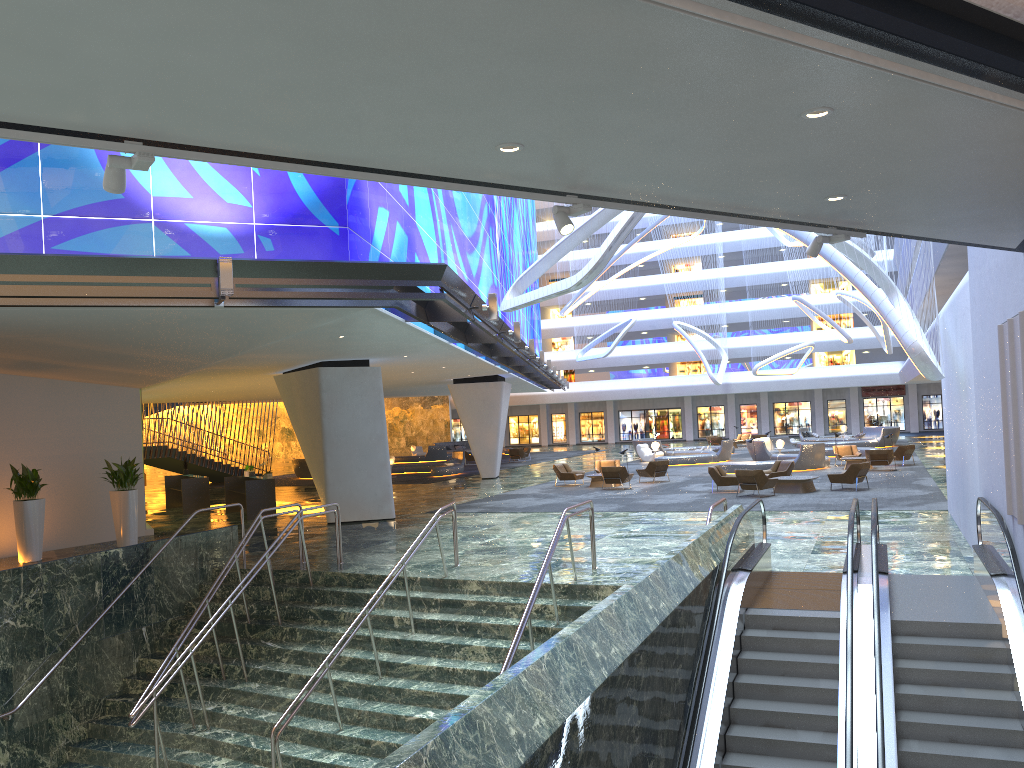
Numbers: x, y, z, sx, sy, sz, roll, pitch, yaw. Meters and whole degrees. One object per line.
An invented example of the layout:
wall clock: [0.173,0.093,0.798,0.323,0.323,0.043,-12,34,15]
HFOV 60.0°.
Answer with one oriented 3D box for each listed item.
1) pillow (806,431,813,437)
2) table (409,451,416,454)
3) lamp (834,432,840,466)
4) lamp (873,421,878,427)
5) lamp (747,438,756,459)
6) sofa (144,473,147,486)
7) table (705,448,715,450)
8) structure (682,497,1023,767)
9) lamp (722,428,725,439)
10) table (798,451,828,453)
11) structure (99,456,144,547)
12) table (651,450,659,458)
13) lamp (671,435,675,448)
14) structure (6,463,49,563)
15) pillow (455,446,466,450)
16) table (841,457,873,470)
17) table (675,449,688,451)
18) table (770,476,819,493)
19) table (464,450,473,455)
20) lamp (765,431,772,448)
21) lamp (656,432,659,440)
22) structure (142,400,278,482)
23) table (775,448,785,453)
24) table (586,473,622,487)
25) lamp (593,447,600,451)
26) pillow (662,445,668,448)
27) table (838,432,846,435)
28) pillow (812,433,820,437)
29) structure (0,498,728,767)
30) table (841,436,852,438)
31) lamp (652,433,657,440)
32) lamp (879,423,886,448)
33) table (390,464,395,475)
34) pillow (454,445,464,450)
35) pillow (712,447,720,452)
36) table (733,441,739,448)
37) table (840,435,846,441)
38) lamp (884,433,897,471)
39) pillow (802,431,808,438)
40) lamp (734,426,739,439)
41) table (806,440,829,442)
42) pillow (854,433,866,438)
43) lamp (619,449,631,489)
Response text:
pillow: [17.859,2.990,53.201,0.315,0.386,0.784,-4,-2,38]
table: [-6.440,4.669,57.570,0.418,0.595,0.427,-3,-1,22]
lamp: [12.452,2.501,33.986,0.202,1.300,0.384,-3,0,39]
lamp: [20.085,2.689,48.824,0.384,1.300,0.202,-3,0,22]
lamp: [8.800,2.621,32.379,0.384,1.300,0.202,-3,0,40]
sofa: [-17.055,4.130,36.710,3.414,1.179,1.063,-1,-2,-42]
table: [10.291,3.498,45.587,0.673,0.406,0.671,-2,-2,-15]
structure: [1.598,5.580,3.845,3.018,8.237,19.827,-3,-2,22]
lamp: [12.230,3.165,51.121,0.202,1.300,0.384,-3,0,-15]
table: [12.870,3.077,37.834,1.204,0.392,1.203,-4,-2,23]
structure: [-8.793,2.656,20.113,1.022,2.051,0.773,-3,0,1]
table: [6.776,3.419,41.899,0.418,0.595,0.428,-3,-1,-3]
lamp: [7.504,3.019,41.167,0.202,1.300,0.384,-3,0,-2]
structure: [-10.036,2.651,18.375,0.772,2.051,1.023,-3,-1,-7]
pillow: [-3.675,4.465,62.195,0.692,0.262,0.877,-3,-2,13]
table: [12.583,2.876,32.185,1.204,0.392,1.203,-4,-2,22]
table: [8.810,3.584,45.902,0.674,0.406,0.670,-4,-2,42]
table: [7.936,2.829,24.906,1.204,0.392,1.202,-5,-3,41]
table: [-2.907,4.712,60.341,0.670,0.406,0.674,-2,-2,-23]
lamp: [11.649,2.775,40.121,0.384,1.300,0.202,-3,0,40]
lamp: [8.034,3.291,48.985,0.202,1.300,0.384,-3,0,-24]
structure: [-17.536,2.199,44.078,11.990,6.245,16.487,-4,-2,22]
table: [11.286,3.024,37.364,0.418,0.595,0.427,-3,-1,22]
table: [3.173,3.258,30.012,1.204,0.392,1.203,-4,-2,23]
lamp: [3.042,2.884,31.812,0.202,1.300,0.384,-3,0,39]
pillow: [8.138,3.404,47.977,0.443,0.207,0.445,-2,-2,-16]
table: [19.878,3.206,53.297,0.417,0.595,0.428,-2,-1,-24]
pillow: [18.166,3.074,53.390,0.684,0.280,0.875,-2,-2,-30]
structure: [-4.503,5.993,5.904,9.310,8.397,19.731,-3,-2,22]
table: [19.598,3.280,51.927,0.671,0.406,0.673,-3,-2,19]
lamp: [7.530,3.226,46.624,0.384,1.300,0.202,-3,0,16]
lamp: [18.796,2.606,44.976,0.202,1.300,0.384,-3,0,-18]
table: [-5.524,3.981,40.705,0.428,0.595,0.418,-3,-1,22]
pillow: [-3.718,4.431,62.388,0.774,0.366,0.317,-2,-1,-26]
pillow: [9.579,2.980,40.363,0.693,0.262,0.877,-4,-2,31]
table: [12.812,3.648,52.750,1.202,0.392,1.204,-2,-2,-32]
table: [18.239,3.116,48.817,0.418,0.595,0.427,-3,-1,19]
lamp: [13.042,2.341,30.532,0.384,1.300,0.202,-3,0,40]
pillow: [17.655,3.026,53.249,0.295,0.368,0.768,-4,-2,35]
lamp: [13.735,3.211,54.285,0.384,1.300,0.202,-3,0,-16]
table: [16.693,3.290,48.394,1.204,0.392,1.203,-4,-2,23]
pillow: [19.255,2.833,49.059,0.692,0.262,0.878,-2,-2,-15]
lamp: [3.631,2.723,28.358,0.384,1.300,0.202,-3,0,40]
